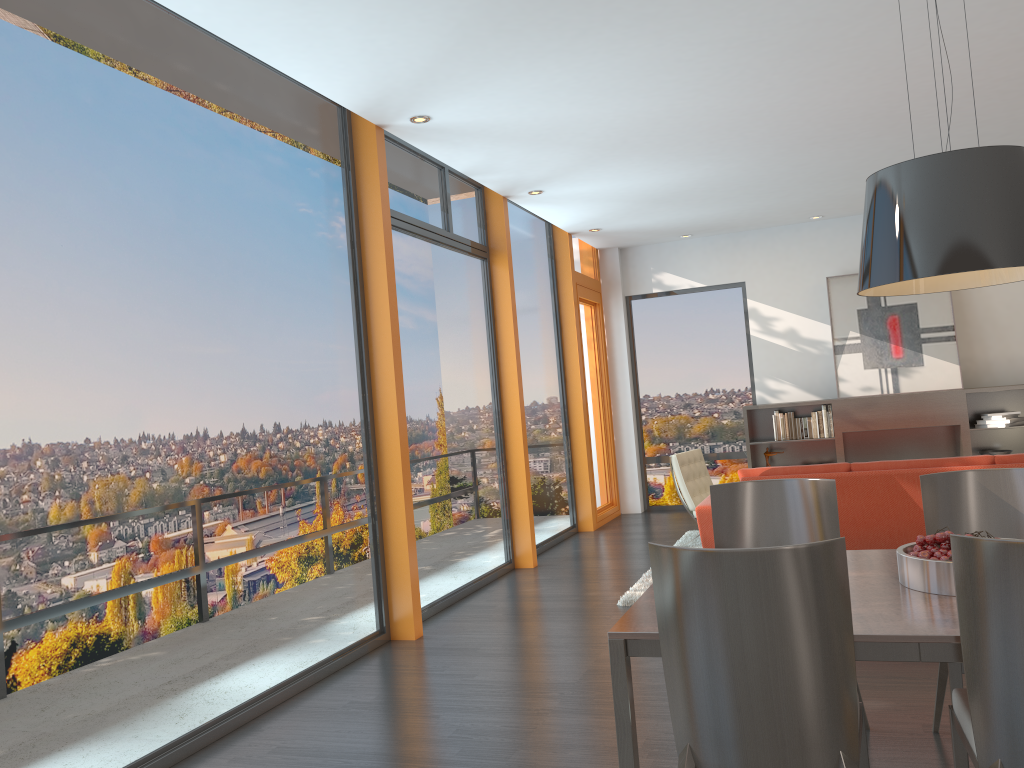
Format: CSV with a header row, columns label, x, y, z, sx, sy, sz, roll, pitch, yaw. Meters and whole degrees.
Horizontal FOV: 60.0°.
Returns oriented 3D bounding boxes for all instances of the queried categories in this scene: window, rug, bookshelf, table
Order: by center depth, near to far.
label,x,y,z,sx,sy,sz,roll,pitch,yaw
table,1.497,0.958,2.570,2.151,0.765,1.171,-5,-2,20
window,-1.406,-0.108,4.087,0.070,3.347,2.924,-6,-2,20
rug,2.979,1.276,6.546,3.771,0.043,2.984,-5,-2,20
window,-0.505,-0.111,6.551,0.070,3.347,2.104,-6,-2,20
window,0.211,-0.113,8.509,0.070,3.347,1.843,-6,-2,20
bookshelf,4.193,0.673,9.142,3.386,1.163,0.570,-5,-2,20
window,0.852,-0.123,9.989,0.211,3.347,1.156,-6,-2,20
window,2.108,-0.211,10.415,1.409,3.341,0.065,-5,-2,20

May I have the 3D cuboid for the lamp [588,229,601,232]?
label,x,y,z,sx,sy,sz,roll,pitch,yaw
lamp,0.870,-1.618,9.334,0.129,0.010,0.129,-4,-2,-25

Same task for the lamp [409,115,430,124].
label,x,y,z,sx,sy,sz,roll,pitch,yaw
lamp,-0.563,-1.614,5.415,0.129,0.010,0.129,-4,-2,-25

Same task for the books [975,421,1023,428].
label,x,y,z,sx,sy,sz,roll,pitch,yaw
books,4.864,0.402,8.814,0.398,0.038,0.314,-4,-2,-30

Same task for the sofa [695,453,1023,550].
label,x,y,z,sx,sy,sz,roll,pitch,yaw
sofa,2.538,0.861,5.546,2.596,0.853,1.038,-5,-2,20

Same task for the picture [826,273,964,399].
label,x,y,z,sx,sy,sz,roll,pitch,yaw
picture,4.019,-0.557,9.374,1.208,1.339,0.269,-5,-2,20

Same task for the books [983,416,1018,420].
label,x,y,z,sx,sy,sz,roll,pitch,yaw
books,4.859,0.336,8.817,0.300,0.020,0.210,-3,-2,-40

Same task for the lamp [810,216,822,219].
label,x,y,z,sx,sy,sz,roll,pitch,yaw
lamp,3.307,-1.810,9.646,0.129,0.010,0.129,-4,-2,-25

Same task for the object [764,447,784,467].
label,x,y,z,sx,sy,sz,roll,pitch,yaw
object,2.796,0.831,9.606,0.244,0.291,0.201,-6,-3,40

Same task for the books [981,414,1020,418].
label,x,y,z,sx,sy,sz,roll,pitch,yaw
books,4.857,0.316,8.818,0.300,0.020,0.210,-4,-2,-30

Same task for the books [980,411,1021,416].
label,x,y,z,sx,sy,sz,roll,pitch,yaw
books,4.856,0.296,8.818,0.300,0.020,0.210,-5,-2,10

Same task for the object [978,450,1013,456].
label,x,y,z,sx,sy,sz,roll,pitch,yaw
object,4.818,0.727,8.827,0.309,0.117,0.308,-3,-2,-36

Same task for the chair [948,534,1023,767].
label,x,y,z,sx,sy,sz,roll,pitch,yaw
chair,1.321,0.804,2.090,0.548,0.968,0.614,-5,-2,20

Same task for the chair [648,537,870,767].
label,x,y,z,sx,sy,sz,roll,pitch,yaw
chair,0.668,0.865,2.328,0.548,0.968,0.614,-5,-2,20

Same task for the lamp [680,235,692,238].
label,x,y,z,sx,sy,sz,roll,pitch,yaw
lamp,1.985,-1.687,10.128,0.129,0.010,0.129,-4,-2,-25

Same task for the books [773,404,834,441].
label,x,y,z,sx,sy,sz,roll,pitch,yaw
books,3.101,0.408,9.441,0.592,0.340,0.324,-5,-2,20

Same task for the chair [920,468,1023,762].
label,x,y,z,sx,sy,sz,roll,pitch,yaw
chair,1.706,0.799,3.013,0.548,0.968,0.614,-5,-2,20

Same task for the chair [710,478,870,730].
label,x,y,z,sx,sy,sz,roll,pitch,yaw
chair,0.990,0.866,3.274,0.548,0.968,0.614,-5,-2,20

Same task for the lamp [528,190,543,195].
label,x,y,z,sx,sy,sz,roll,pitch,yaw
lamp,0.197,-1.616,7.494,0.129,0.010,0.129,-4,-2,-25

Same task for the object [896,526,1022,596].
label,x,y,z,sx,sy,sz,roll,pitch,yaw
object,1.375,0.509,2.634,0.427,0.154,0.426,-4,-2,-26

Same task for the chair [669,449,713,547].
label,x,y,z,sx,sy,sz,roll,pitch,yaw
chair,1.830,0.990,7.819,0.706,0.817,0.700,-6,-2,30

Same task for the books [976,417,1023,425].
label,x,y,z,sx,sy,sz,roll,pitch,yaw
books,4.861,0.365,8.816,0.398,0.038,0.314,-3,-2,-40

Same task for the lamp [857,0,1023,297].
label,x,y,z,sx,sy,sz,roll,pitch,yaw
lamp,1.268,-1.090,2.681,0.567,1.580,0.567,-3,-3,-41
